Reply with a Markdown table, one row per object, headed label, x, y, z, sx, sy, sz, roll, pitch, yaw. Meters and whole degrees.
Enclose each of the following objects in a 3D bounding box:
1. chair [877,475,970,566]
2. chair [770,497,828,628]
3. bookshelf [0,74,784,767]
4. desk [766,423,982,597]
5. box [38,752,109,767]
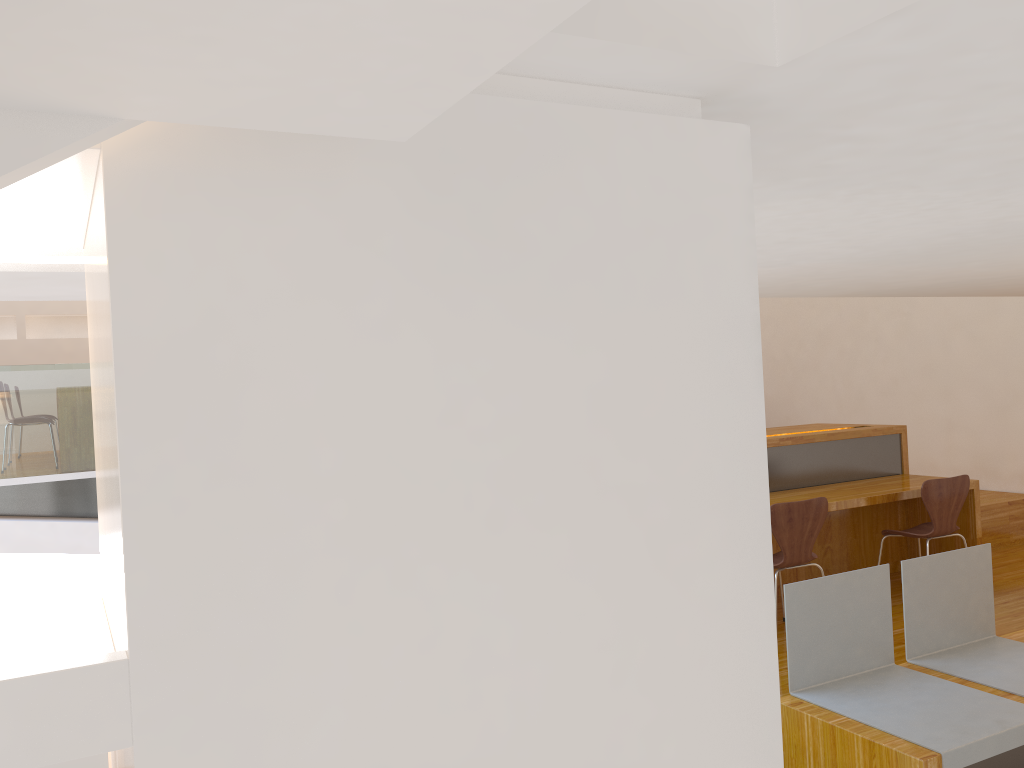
| label | x | y | z | sx | sy | sz | roll | pitch | yaw |
| --- | --- | --- | --- | --- | --- | --- | --- | --- | --- |
| chair | 2.291 | 0.853 | 4.946 | 0.428 | 0.693 | 0.381 | -3 | 0 | -27 |
| chair | 1.315 | 0.905 | 4.399 | 0.428 | 0.693 | 0.381 | -3 | 0 | -27 |
| bookshelf | -1.481 | 0.776 | 0.039 | 3.666 | 1.836 | 0.397 | -3 | 0 | -27 |
| desk | 1.094 | 0.805 | 5.112 | 3.236 | 0.918 | 1.285 | -3 | 0 | -27 |
| box | -0.429 | 0.375 | 0.646 | 0.245 | 0.296 | 0.274 | -3 | 0 | -27 |
